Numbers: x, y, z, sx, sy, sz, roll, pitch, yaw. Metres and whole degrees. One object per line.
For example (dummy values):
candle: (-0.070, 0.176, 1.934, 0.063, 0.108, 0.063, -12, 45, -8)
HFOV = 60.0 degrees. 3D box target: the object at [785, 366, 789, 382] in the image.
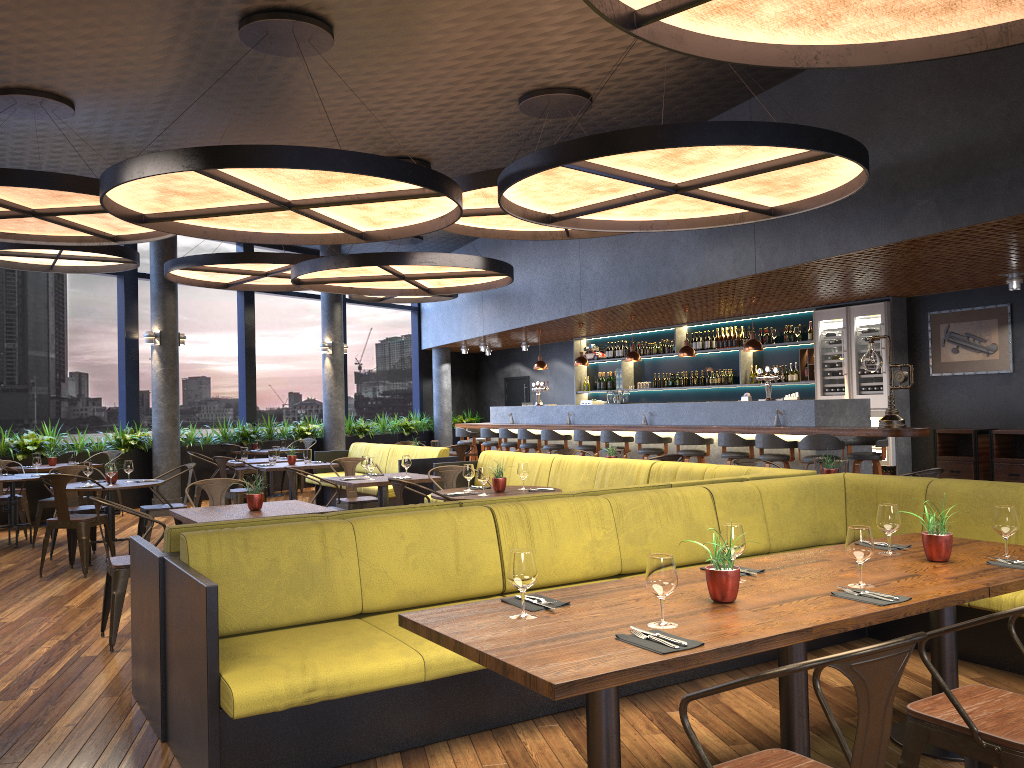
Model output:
object: (4.054, -0.146, 13.113, 0.063, 0.254, 0.063, -1, -2, -24)

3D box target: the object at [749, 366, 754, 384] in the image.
object: (3.687, -0.138, 13.628, 0.079, 0.281, 0.079, -1, -2, -28)

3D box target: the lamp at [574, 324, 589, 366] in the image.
lamp: (1.109, -0.630, 14.275, 0.250, 0.673, 0.250, -1, -1, 1)

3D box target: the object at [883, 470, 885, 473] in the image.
object: (4.879, 1.235, 11.616, 0.056, 0.205, 0.057, -2, -1, 14)

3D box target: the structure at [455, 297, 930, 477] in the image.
structure: (2.519, 0.329, 13.216, 2.700, 2.700, 9.298, -1, -2, -32)

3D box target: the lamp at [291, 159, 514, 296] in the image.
lamp: (-1.383, -2.018, 11.239, 2.778, 1.475, 2.778, -2, -1, 23)

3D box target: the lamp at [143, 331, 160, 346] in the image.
lamp: (-5.441, -0.691, 13.324, 0.215, 0.215, 0.189, -2, -2, 26)

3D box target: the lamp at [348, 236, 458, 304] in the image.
lamp: (-1.981, -2.123, 16.124, 1.979, 1.093, 1.979, -2, -1, 22)

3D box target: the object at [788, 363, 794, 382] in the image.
object: (4.086, -0.165, 12.981, 0.079, 0.281, 0.079, -2, -2, 32)

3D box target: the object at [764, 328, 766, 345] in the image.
object: (3.835, -0.713, 13.406, 0.063, 0.254, 0.063, -2, -1, 21)

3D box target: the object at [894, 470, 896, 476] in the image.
object: (5.028, 1.232, 11.625, 0.056, 0.205, 0.057, -2, -1, 9)

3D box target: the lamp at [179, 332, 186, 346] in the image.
lamp: (-5.167, -0.686, 13.817, 0.215, 0.215, 0.189, -2, -2, 34)

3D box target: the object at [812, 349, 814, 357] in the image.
object: (4.306, -0.388, 12.567, 0.097, 0.206, 0.097, -2, -1, 8)

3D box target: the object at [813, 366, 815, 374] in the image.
object: (4.311, -0.154, 12.562, 0.097, 0.206, 0.097, -2, -1, 8)

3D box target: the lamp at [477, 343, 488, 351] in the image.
lamp: (-0.582, -0.759, 18.092, 0.228, 0.172, 0.228, -1, -2, -32)

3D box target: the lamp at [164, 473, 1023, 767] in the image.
lamp: (3.114, 0.109, 4.965, 9.057, 2.714, 3.017, -1, -2, -32)

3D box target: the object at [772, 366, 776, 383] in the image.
object: (3.878, -0.141, 13.136, 0.063, 0.254, 0.063, -1, -2, -29)

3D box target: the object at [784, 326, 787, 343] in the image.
object: (4.022, -0.727, 13.004, 0.063, 0.254, 0.063, -2, -1, 11)

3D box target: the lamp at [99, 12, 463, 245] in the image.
lamp: (-1.804, -2.106, 7.155, 2.778, 1.475, 2.778, -2, -1, 17)

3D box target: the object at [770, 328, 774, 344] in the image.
object: (3.897, -0.717, 13.309, 0.063, 0.254, 0.063, 0, -2, -44)

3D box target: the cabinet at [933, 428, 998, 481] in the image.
cabinet: (5.429, 1.044, 10.620, 0.473, 1.007, 0.553, -1, -2, -32)

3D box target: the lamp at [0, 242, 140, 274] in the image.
lamp: (-5.954, -2.136, 11.614, 1.979, 1.093, 1.979, -2, -1, 22)

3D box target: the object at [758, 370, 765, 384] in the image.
object: (3.766, -0.109, 13.396, 0.097, 0.206, 0.097, -2, -2, 27)

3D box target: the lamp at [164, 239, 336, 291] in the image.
lamp: (-3.571, -2.103, 12.883, 2.778, 1.159, 2.778, -1, -1, 4)

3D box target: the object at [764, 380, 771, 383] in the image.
object: (3.819, -0.122, 13.262, 0.088, 0.224, 0.088, -2, -2, 28)

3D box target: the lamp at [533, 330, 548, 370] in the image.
lamp: (0.483, -0.591, 15.291, 0.250, 0.673, 0.250, 0, -2, -44)

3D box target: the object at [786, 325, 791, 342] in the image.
object: (4.020, -0.730, 12.891, 0.063, 0.254, 0.063, -1, -1, -4)

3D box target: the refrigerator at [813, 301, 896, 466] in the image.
refrigerator: (4.664, 0.014, 11.914, 0.454, 2.109, 1.159, -1, -2, -32)

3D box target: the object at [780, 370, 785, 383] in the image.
object: (3.987, -0.145, 13.062, 0.063, 0.254, 0.063, -2, -1, 21)

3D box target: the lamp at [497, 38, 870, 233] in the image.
lamp: (1.262, -2.185, 6.905, 2.778, 1.475, 2.778, -1, -2, -28)

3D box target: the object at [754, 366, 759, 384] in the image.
object: (3.736, -0.142, 13.549, 0.079, 0.281, 0.079, -2, -2, 37)

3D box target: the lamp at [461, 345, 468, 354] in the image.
lamp: (-1.004, -0.731, 18.811, 0.228, 0.172, 0.228, -1, -2, -32)

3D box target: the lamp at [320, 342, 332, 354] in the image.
lamp: (-3.448, -0.667, 16.297, 0.215, 0.215, 0.189, -2, -1, 19)

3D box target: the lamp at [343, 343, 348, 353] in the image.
lamp: (-3.194, -0.661, 16.800, 0.215, 0.215, 0.189, -2, -2, 37)

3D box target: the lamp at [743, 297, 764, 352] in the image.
lamp: (3.028, -0.751, 11.160, 0.250, 0.673, 0.250, -1, -1, 1)

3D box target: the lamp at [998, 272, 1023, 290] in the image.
lamp: (5.433, -1.107, 9.587, 0.228, 0.172, 0.228, -1, -2, -32)

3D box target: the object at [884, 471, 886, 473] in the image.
object: (4.848, 1.233, 11.528, 0.056, 0.205, 0.056, -2, -1, 14)

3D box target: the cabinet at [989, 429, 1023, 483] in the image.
cabinet: (5.794, 1.021, 10.028, 0.473, 1.007, 0.553, -1, -2, -32)

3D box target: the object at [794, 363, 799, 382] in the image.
object: (4.135, -0.168, 12.900, 0.079, 0.281, 0.079, 0, -2, -38)

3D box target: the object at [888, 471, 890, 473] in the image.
object: (4.883, 1.231, 11.472, 0.056, 0.205, 0.056, -1, -2, -26)

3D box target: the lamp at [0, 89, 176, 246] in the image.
lamp: (-4.684, -2.178, 8.671, 2.778, 1.159, 2.778, -2, -2, 36)

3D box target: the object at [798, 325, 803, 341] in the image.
object: (4.196, -0.733, 12.921, 0.063, 0.254, 0.063, -1, -2, -24)

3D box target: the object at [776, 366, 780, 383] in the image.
object: (3.943, -0.141, 13.183, 0.063, 0.254, 0.063, -1, -1, -4)

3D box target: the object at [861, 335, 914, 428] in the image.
object: (3.817, -0.028, 9.002, 0.263, 0.944, 0.566, 0, -2, -39)

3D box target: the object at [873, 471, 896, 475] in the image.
object: (4.891, 1.256, 11.664, 0.277, 0.206, 0.416, -1, -2, -29)

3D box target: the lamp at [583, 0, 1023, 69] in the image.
lamp: (1.513, -2.288, 2.901, 2.778, 1.475, 2.778, -1, -2, -31)

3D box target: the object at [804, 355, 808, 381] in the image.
object: (4.233, -0.227, 12.686, 0.091, 0.369, 0.092, -2, -2, 27)

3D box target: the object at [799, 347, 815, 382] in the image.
object: (4.268, -0.275, 12.626, 0.161, 0.475, 0.300, -1, -2, -32)

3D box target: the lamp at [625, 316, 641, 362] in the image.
lamp: (1.789, -0.673, 13.171, 0.250, 0.673, 0.250, -1, -1, 1)

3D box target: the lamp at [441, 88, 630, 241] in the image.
lamp: (0.454, -2.293, 8.999, 2.778, 1.159, 2.778, -2, -1, 19)

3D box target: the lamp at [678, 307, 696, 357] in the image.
lamp: (2.394, -0.711, 12.189, 0.250, 0.673, 0.250, -1, -1, 1)

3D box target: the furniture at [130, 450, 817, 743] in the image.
furniture: (0.030, 1.105, 5.856, 4.895, 0.914, 7.462, 0, -2, -37)

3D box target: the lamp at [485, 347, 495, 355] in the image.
lamp: (-0.524, -0.725, 19.544, 0.228, 0.172, 0.228, -1, -2, -32)

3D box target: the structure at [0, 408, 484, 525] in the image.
structure: (-5.007, 1.186, 14.581, 0.808, 1.413, 17.112, -2, -2, 33)

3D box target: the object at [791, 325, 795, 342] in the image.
object: (4.099, -0.730, 12.957, 0.063, 0.254, 0.063, -2, -1, 21)

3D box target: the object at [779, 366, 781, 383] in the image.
object: (4.009, -0.142, 13.234, 0.063, 0.254, 0.063, -2, -1, 21)

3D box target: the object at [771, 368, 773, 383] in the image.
object: (3.920, -0.123, 13.307, 0.088, 0.224, 0.088, 0, -2, -37)

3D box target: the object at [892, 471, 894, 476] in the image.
object: (4.937, 1.231, 11.500, 0.057, 0.205, 0.056, -1, -2, -26)

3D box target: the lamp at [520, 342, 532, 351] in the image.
lamp: (0.268, -0.775, 18.258, 0.228, 0.172, 0.228, -1, -2, -32)
